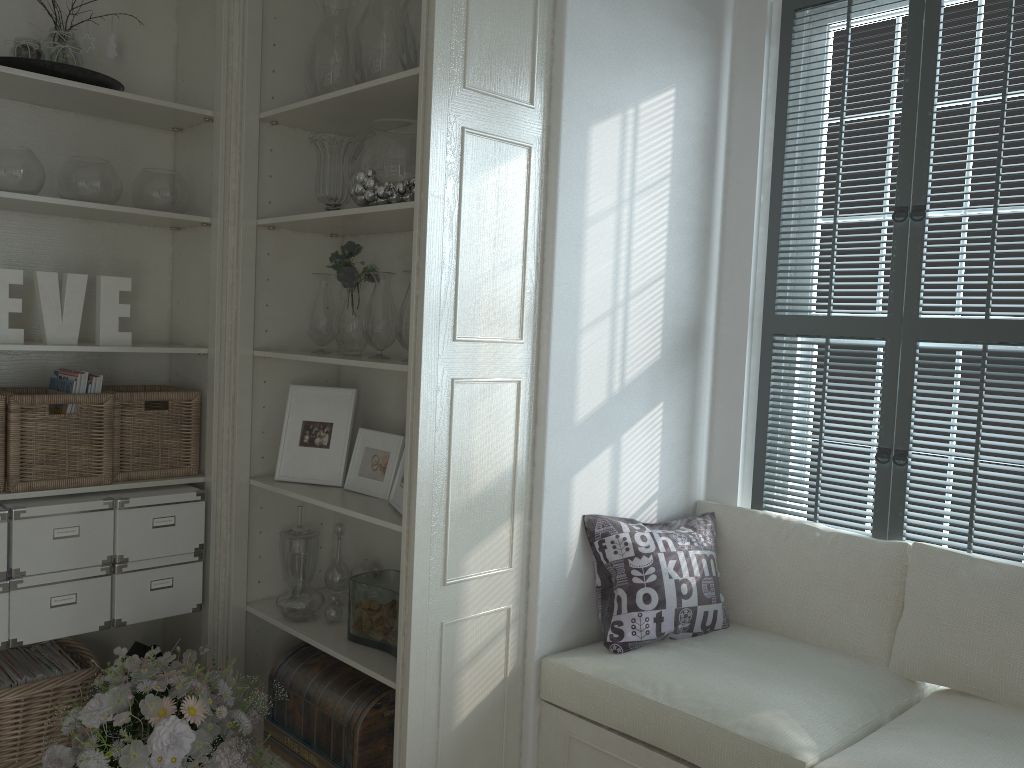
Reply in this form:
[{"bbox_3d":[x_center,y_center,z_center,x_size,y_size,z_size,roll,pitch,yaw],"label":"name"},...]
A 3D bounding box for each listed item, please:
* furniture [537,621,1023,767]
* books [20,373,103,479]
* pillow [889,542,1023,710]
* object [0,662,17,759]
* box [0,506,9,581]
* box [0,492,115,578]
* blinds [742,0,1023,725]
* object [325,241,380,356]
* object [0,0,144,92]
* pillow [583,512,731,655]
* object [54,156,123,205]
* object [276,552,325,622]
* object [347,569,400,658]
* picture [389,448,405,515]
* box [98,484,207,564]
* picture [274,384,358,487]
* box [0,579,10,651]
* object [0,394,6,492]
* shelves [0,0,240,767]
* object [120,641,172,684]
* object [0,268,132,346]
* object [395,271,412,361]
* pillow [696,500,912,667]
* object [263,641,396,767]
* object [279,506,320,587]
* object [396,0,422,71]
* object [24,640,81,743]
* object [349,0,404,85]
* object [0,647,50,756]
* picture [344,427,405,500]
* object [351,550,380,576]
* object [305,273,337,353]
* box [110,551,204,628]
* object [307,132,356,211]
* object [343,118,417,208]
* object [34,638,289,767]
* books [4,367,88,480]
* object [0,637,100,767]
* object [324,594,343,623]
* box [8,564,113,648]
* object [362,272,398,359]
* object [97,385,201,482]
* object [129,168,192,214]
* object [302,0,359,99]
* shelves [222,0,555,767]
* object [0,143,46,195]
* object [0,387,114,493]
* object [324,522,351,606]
[{"bbox_3d":[1.443,1.040,1.575,0.837,0.459,3.150,-1,5,-44],"label":"furniture"},{"bbox_3d":[-1.357,0.120,2.621,0.205,0.306,0.221,-1,5,-44],"label":"books"},{"bbox_3d":[1.328,0.634,2.121,0.193,0.360,0.787,-1,5,-44],"label":"pillow"},{"bbox_3d":[-1.510,0.932,2.551,0.088,0.238,0.274,-1,5,-45],"label":"object"},{"bbox_3d":[-1.575,0.416,2.409,0.270,0.191,0.400,-1,5,-44],"label":"box"},{"bbox_3d":[-1.383,0.412,2.613,0.270,0.191,0.400,-1,5,-44],"label":"box"},{"bbox_3d":[1.812,-0.124,1.790,0.141,2.238,3.076,-1,5,-44],"label":"blinds"},{"bbox_3d":[-0.494,-0.265,2.730,0.166,0.355,0.206,2,3,-5],"label":"object"},{"bbox_3d":[-1.302,-1.093,2.559,0.457,0.485,0.399,2,3,-4],"label":"object"},{"bbox_3d":[0.451,0.574,2.592,0.550,0.398,0.229,0,4,-32],"label":"pillow"},{"bbox_3d":[-1.256,-0.595,2.634,0.185,0.140,0.185,1,4,-25],"label":"object"},{"bbox_3d":[-0.650,0.623,2.736,0.148,0.200,0.148,3,4,13],"label":"object"},{"bbox_3d":[-0.298,0.662,2.503,0.171,0.180,0.387,-1,5,-44],"label":"object"},{"bbox_3d":[-0.253,0.197,2.438,0.124,0.300,0.202,1,4,-19],"label":"picture"},{"bbox_3d":[-1.181,0.411,2.792,0.270,0.191,0.400,-1,5,-44],"label":"box"},{"bbox_3d":[-0.612,0.159,2.804,0.231,0.300,0.127,4,4,16],"label":"picture"},{"bbox_3d":[-1.579,0.606,2.424,0.270,0.191,0.400,-1,5,-44],"label":"box"},{"bbox_3d":[-1.583,0.155,2.434,0.276,0.270,0.275,-1,5,-44],"label":"object"},{"bbox_3d":[-1.372,-0.171,2.586,0.992,2.523,0.399,-1,5,-44],"label":"shelves"},{"bbox_3d":[-1.167,0.949,2.834,0.135,0.248,0.135,5,4,36],"label":"object"},{"bbox_3d":[-1.313,-0.219,2.583,0.393,0.207,0.039,-1,5,-44],"label":"object"},{"bbox_3d":[-0.271,-0.189,2.490,0.110,0.251,0.110,4,4,17],"label":"object"},{"bbox_3d":[0.822,0.582,2.647,0.187,0.360,0.695,-1,5,-44],"label":"pillow"},{"bbox_3d":[-0.484,0.968,2.622,0.290,0.297,0.475,-1,5,-44],"label":"object"},{"bbox_3d":[-0.692,0.553,2.880,0.129,0.315,0.129,0,4,-39],"label":"object"},{"bbox_3d":[-0.215,-0.973,2.398,0.193,0.362,0.193,4,4,29],"label":"object"},{"bbox_3d":[-1.389,0.930,2.669,0.088,0.238,0.274,-1,5,-45],"label":"object"},{"bbox_3d":[-0.377,-0.992,2.596,0.193,0.362,0.193,4,4,29],"label":"object"},{"bbox_3d":[-1.448,0.931,2.611,0.088,0.238,0.274,-1,5,-44],"label":"object"},{"bbox_3d":[-0.390,0.236,2.670,0.206,0.192,0.124,6,5,41],"label":"picture"},{"bbox_3d":[-0.474,0.629,2.862,0.094,0.188,0.094,2,3,-2],"label":"object"},{"bbox_3d":[-0.605,-0.224,2.833,0.110,0.251,0.110,4,4,17],"label":"object"},{"bbox_3d":[-1.195,0.600,2.809,0.270,0.191,0.400,-1,5,-44],"label":"box"},{"bbox_3d":[-0.547,-0.627,2.728,0.168,0.256,0.168,3,3,3],"label":"object"},{"bbox_3d":[-0.310,-0.600,2.504,0.329,0.249,0.329,4,4,20],"label":"object"},{"bbox_3d":[-0.920,0.996,2.301,0.570,0.643,0.544,5,4,37],"label":"object"},{"bbox_3d":[-1.386,0.111,2.592,0.205,0.306,0.221,-1,5,-44],"label":"books"},{"bbox_3d":[-1.508,0.943,2.557,0.554,0.263,0.408,-1,5,-44],"label":"object"},{"bbox_3d":[-0.544,0.684,2.706,0.056,0.090,0.056,2,4,-13],"label":"object"},{"bbox_3d":[-1.393,0.603,2.617,0.270,0.191,0.400,-1,5,-44],"label":"box"},{"bbox_3d":[-0.384,-0.201,2.606,0.110,0.251,0.110,4,4,17],"label":"object"},{"bbox_3d":[-1.189,0.149,2.832,0.276,0.270,0.275,-1,5,-44],"label":"object"},{"bbox_3d":[-1.102,-0.597,2.784,0.185,0.140,0.185,1,4,-25],"label":"object"},{"bbox_3d":[-0.554,-1.010,2.767,0.193,0.362,0.193,4,4,29],"label":"object"},{"bbox_3d":[-0.405,-0.127,2.581,0.399,2.523,0.972,-1,5,-44],"label":"shelves"},{"bbox_3d":[-1.411,-0.593,2.483,0.185,0.140,0.185,1,4,-25],"label":"object"},{"bbox_3d":[-1.369,0.153,2.615,0.276,0.270,0.275,-1,5,-44],"label":"object"},{"bbox_3d":[-0.562,0.583,2.875,0.088,0.271,0.088,0,4,-39],"label":"object"}]
